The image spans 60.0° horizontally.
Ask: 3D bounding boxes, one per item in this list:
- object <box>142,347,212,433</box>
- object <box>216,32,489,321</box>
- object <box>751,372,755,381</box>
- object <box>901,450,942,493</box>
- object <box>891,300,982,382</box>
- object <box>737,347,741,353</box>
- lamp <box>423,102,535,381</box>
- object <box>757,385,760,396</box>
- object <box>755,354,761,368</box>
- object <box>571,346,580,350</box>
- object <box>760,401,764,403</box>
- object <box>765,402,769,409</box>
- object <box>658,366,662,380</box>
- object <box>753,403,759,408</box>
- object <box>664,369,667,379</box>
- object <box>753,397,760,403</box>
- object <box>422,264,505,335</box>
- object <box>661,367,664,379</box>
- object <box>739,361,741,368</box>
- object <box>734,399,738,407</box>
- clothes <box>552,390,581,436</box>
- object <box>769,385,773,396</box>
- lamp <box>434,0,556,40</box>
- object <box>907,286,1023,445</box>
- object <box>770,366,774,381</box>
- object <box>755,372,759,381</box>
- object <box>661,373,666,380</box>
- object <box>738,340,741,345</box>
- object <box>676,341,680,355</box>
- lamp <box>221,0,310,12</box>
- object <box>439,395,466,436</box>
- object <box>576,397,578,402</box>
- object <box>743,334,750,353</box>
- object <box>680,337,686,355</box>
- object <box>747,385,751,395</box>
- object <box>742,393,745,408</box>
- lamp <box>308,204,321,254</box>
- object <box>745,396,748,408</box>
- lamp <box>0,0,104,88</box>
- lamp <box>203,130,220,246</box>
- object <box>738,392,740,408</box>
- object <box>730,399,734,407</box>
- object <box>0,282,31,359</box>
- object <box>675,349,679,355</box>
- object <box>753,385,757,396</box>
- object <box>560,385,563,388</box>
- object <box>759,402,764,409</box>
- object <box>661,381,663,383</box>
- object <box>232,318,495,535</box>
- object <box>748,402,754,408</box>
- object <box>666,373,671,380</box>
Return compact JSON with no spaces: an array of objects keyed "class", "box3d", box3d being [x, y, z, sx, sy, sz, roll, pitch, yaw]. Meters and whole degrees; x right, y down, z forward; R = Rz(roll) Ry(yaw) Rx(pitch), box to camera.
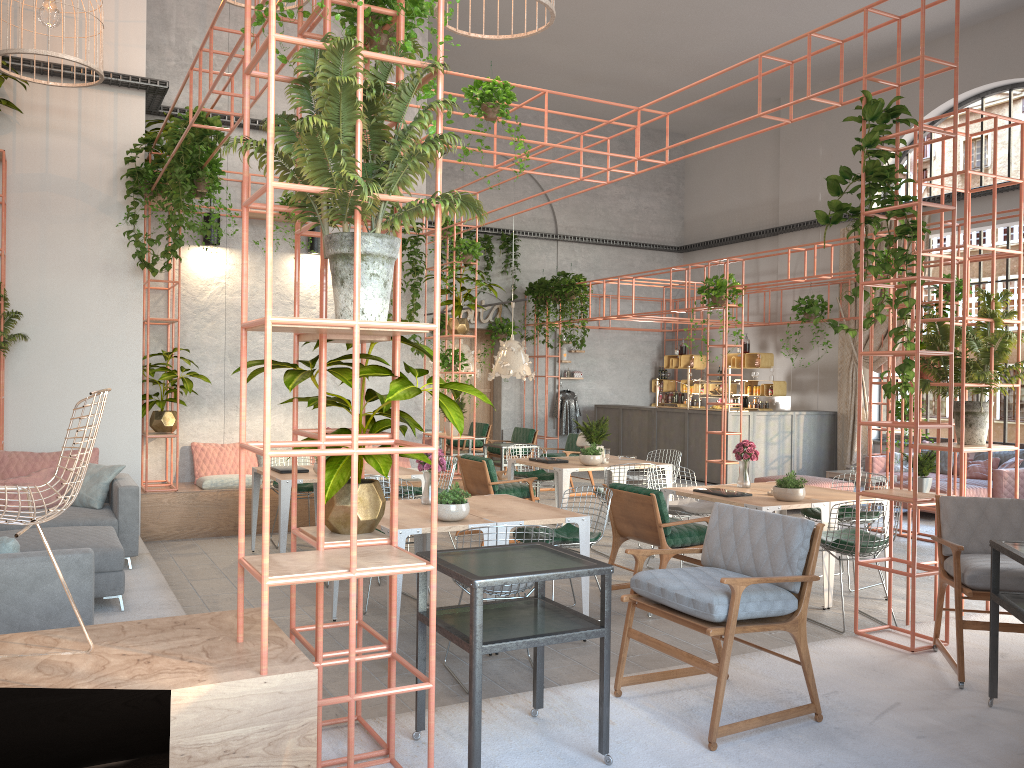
[{"class":"object","box3d":[-3.715,0.059,9.484,0.934,0.919,0.903,1,0,34]},{"class":"object","box3d":[-0.545,-0.773,3.239,0.894,1.101,0.900,1,0,26]},{"class":"object","box3d":[4.576,-0.145,16.805,0.083,0.159,0.083,1,0,17]},{"class":"object","box3d":[4.658,0.971,10.060,0.438,0.527,0.368,1,0,-28]},{"class":"object","box3d":[4.783,-0.493,10.006,0.923,0.946,0.924,1,0,28]},{"class":"object","box3d":[4.393,-0.653,17.118,0.088,0.123,0.088,1,0,28]},{"class":"lamp","box3d":[-0.814,-2.079,14.381,0.704,4.052,4.456,1,0,-28]},{"class":"object","box3d":[4.629,0.123,16.630,0.069,0.191,0.069,1,0,-11]},{"class":"object","box3d":[4.673,-0.435,16.798,0.137,0.261,0.137,1,0,8]},{"class":"object","box3d":[1.349,-0.751,18.592,0.263,0.101,0.013,1,0,-28]},{"class":"object","box3d":[4.753,0.396,16.861,0.073,0.131,0.073,1,0,34]},{"class":"object","box3d":[4.815,0.397,16.743,0.073,0.131,0.073,1,0,-35]},{"class":"object","box3d":[3.226,-0.243,19.329,0.066,0.291,0.066,1,0,32]},{"class":"object","box3d":[4.602,0.406,16.714,0.115,0.107,0.115,1,0,29]},{"class":"object","box3d":[3.367,-0.241,19.402,0.066,0.291,0.066,1,0,12]},{"class":"object","box3d":[4.632,0.302,16.800,0.115,0.107,0.115,1,0,28]},{"class":"object","box3d":[-0.601,-1.079,11.084,0.934,0.947,0.903,1,0,24]},{"class":"object","box3d":[3.294,-0.242,19.366,0.066,0.291,0.066,1,0,-21]},{"class":"object","box3d":[4.440,-0.381,17.105,0.123,0.142,0.141,1,0,-28]},{"class":"object","box3d":[4.348,0.329,17.182,0.082,0.246,0.082,1,0,5]},{"class":"clothes","box3d":[1.168,0.623,18.492,0.366,0.997,0.625,1,0,42]},{"class":"object","box3d":[4.812,0.119,16.378,0.131,0.207,0.131,1,0,17]},{"class":"lamp","box3d":[-0.102,-4.425,6.488,0.883,3.476,0.883,1,0,25]},{"class":"object","box3d":[3.266,-0.120,6.293,0.894,1.100,0.900,1,0,1]},{"class":"object","box3d":[4.852,-0.196,16.550,0.075,0.273,0.075,1,0,-39]},{"class":"object","box3d":[4.618,-0.144,16.725,0.083,0.159,0.083,1,0,17]},{"class":"object","box3d":[3.288,-0.170,19.242,0.115,0.147,0.115,1,0,17]},{"class":"object","box3d":[4.477,-0.743,17.343,0.134,0.301,0.134,1,0,-39]},{"class":"object","box3d":[3.580,-0.764,19.041,0.134,0.301,0.134,1,0,-39]},{"class":"lamp","box3d":[-2.140,-5.095,7.555,0.883,3.476,0.883,1,0,25]},{"class":"object","box3d":[-0.751,0.386,11.117,0.438,0.527,0.368,1,0,-28]},{"class":"object","box3d":[1.370,0.306,18.675,0.033,0.146,0.070,1,0,33]},{"class":"object","box3d":[4.535,-0.783,17.157,0.134,0.386,0.134,1,0,-39]},{"class":"object","box3d":[3.638,-0.804,18.854,0.134,0.386,0.134,1,0,6]},{"class":"object","box3d":[4.511,0.120,16.855,0.069,0.191,0.069,1,0,-16]},{"class":"object","box3d":[4.469,0.314,17.158,0.065,0.280,0.065,1,0,16]},{"class":"lamp","box3d":[-2.365,-2.300,10.731,0.179,1.425,0.185,1,0,-28]},{"class":"object","box3d":[4.540,0.312,17.199,0.074,0.287,0.072,1,0,4]},{"class":"lamp","box3d":[-4.048,-4.487,7.784,0.883,3.476,0.883,1,0,25]},{"class":"lamp","box3d":[-3.433,-2.312,10.166,0.179,1.425,0.185,1,0,-28]},{"class":"object","box3d":[4.392,0.308,17.111,0.066,0.291,0.066,1,0,-44]},{"class":"object","box3d":[4.305,0.328,17.274,0.072,0.248,0.094,1,0,-28]},{"class":"object","box3d":[-4.981,-0.435,8.199,0.894,1.097,0.900,1,0,1]},{"class":"object","box3d":[3.496,-0.675,18.816,0.088,0.123,0.088,1,0,28]},{"class":"object","box3d":[4.587,0.122,16.710,0.069,0.191,0.069,1,0,8]},{"class":"object","box3d":[1.008,0.048,18.472,0.093,0.121,0.049,1,0,-26]},{"class":"object","box3d":[4.691,0.396,16.671,0.073,0.131,0.073,1,0,-35]},{"class":"object","box3d":[3.274,0.056,19.230,0.072,0.248,0.094,1,0,-28]},{"class":"object","box3d":[-0.594,0.160,3.687,0.934,0.923,0.903,1,0,29]},{"class":"object","box3d":[4.541,0.405,16.829,0.115,0.107,0.115,1,0,-31]},{"class":"object","box3d":[3.404,-0.168,19.303,0.115,0.147,0.115,1,0,17]}]
